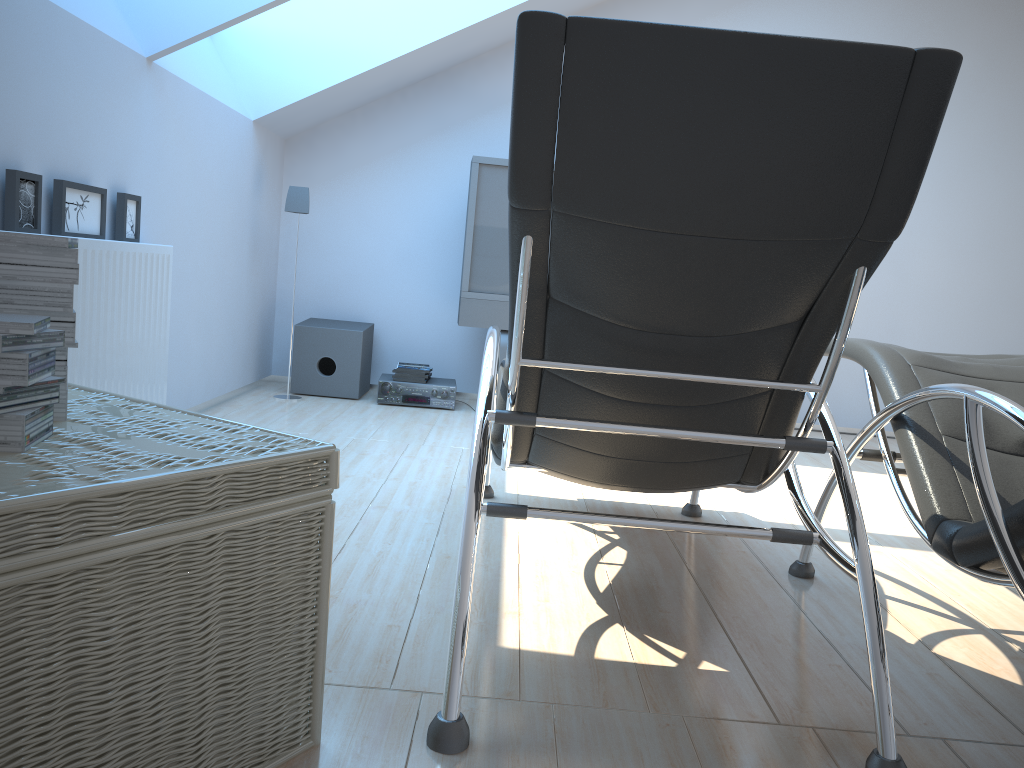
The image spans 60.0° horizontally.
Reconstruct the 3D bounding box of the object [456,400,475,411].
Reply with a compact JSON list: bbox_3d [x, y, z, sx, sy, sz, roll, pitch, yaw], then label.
[{"bbox_3d":[-0.047,0.111,5.145,1.163,0.141,0.394,9,8,28],"label":"object"}]

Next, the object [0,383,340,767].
[{"bbox_3d":[-0.799,0.320,1.322,0.745,0.518,0.744,9,8,29],"label":"object"}]

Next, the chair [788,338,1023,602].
[{"bbox_3d":[1.284,0.218,1.895,0.836,0.953,2.114,5,7,0],"label":"chair"}]

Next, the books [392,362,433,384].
[{"bbox_3d":[0.889,0.343,3.613,1.045,0.222,4.790,1,8,-33],"label":"books"}]

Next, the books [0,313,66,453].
[{"bbox_3d":[-0.729,-0.003,1.237,0.162,0.184,0.165,5,7,-2],"label":"books"}]

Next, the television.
[{"bbox_3d":[0.541,-0.507,5.243,1.686,1.446,0.400,5,7,-5],"label":"television"}]

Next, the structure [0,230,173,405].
[{"bbox_3d":[-1.441,-0.093,3.031,0.120,0.800,1.324,5,7,0],"label":"structure"}]

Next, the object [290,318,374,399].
[{"bbox_3d":[-1.077,-0.162,5.353,0.400,0.424,0.401,5,7,0],"label":"object"}]

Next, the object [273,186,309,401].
[{"bbox_3d":[-1.218,-0.500,4.953,0.160,1.181,0.158,5,7,0],"label":"object"}]

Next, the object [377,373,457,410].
[{"bbox_3d":[-0.562,0.043,5.270,0.450,0.138,0.358,5,7,-5],"label":"object"}]

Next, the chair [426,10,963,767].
[{"bbox_3d":[0.330,-0.080,2.377,0.836,1.251,1.938,5,7,0],"label":"chair"}]

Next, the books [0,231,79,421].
[{"bbox_3d":[-0.784,-0.091,1.430,0.149,0.300,0.149,1,8,-29],"label":"books"}]

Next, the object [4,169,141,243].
[{"bbox_3d":[-1.424,-0.569,2.939,0.030,0.180,0.846,5,7,0],"label":"object"}]
